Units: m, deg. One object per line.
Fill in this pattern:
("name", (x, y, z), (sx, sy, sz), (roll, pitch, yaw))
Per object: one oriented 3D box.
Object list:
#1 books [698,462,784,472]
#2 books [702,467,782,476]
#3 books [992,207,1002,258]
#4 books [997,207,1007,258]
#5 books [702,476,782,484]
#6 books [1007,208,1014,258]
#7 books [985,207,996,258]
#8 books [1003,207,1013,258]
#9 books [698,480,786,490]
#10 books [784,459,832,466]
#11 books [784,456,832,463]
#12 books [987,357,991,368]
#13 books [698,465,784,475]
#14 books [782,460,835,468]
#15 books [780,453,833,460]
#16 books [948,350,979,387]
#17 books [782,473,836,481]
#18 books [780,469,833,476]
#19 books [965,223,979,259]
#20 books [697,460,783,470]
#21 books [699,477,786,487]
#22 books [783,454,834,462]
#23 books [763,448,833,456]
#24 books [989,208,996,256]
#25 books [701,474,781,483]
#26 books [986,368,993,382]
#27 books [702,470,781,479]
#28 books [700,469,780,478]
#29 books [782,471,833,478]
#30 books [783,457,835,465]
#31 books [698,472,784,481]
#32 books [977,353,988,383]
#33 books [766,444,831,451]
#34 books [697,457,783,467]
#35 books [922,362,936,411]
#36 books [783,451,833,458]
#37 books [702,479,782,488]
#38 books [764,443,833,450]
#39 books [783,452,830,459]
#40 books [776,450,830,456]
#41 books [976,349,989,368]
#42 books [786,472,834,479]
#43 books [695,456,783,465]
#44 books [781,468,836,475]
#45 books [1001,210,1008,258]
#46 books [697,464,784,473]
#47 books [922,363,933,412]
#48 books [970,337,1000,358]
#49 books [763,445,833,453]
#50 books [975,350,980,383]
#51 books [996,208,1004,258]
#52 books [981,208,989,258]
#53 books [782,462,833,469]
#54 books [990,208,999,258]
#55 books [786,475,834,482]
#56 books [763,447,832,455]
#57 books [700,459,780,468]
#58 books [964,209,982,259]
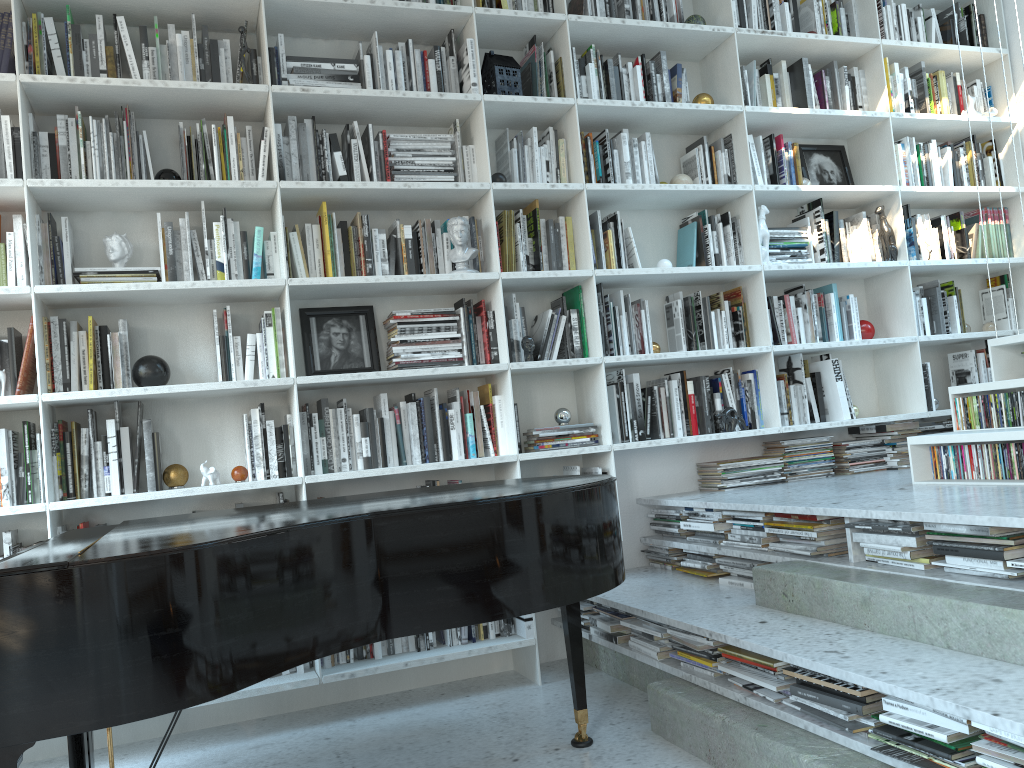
("books", (1.059, 0.383, 4.107), (0.345, 0.007, 0.193), (-4, -4, -25))
("books", (1.061, 0.405, 4.106), (0.308, 0.008, 0.195), (-5, -4, -15))
("books", (2.519, -0.773, 4.724), (0.018, 0.293, 0.169), (-5, -4, -20))
("books", (2.553, -0.776, 4.736), (0.018, 0.293, 0.169), (-5, -4, -20))
("books", (1.059, 0.443, 4.105), (0.308, 0.008, 0.195), (-5, -4, -16))
("books", (2.602, -0.779, 4.759), (0.018, 0.293, 0.169), (-5, -4, -20))
("books", (2.471, -0.770, 4.697), (0.018, 0.293, 0.169), (-5, -4, -20))
("books", (2.589, -0.779, 4.743), (0.018, 0.293, 0.169), (-5, -4, -20))
("books", (1.062, 0.466, 4.103), (0.345, 0.007, 0.193), (-5, -4, -16))
("books", (1.368, 0.375, 4.229), (0.254, 0.007, 0.161), (-4, -4, -19))
("books", (1.367, 0.361, 4.230), (0.254, 0.007, 0.161), (-4, -4, -19))
("books", (2.442, -0.011, 4.581), (0.024, 0.243, 0.140), (-5, -4, -20))
("books", (1.058, 0.398, 4.111), (0.345, 0.007, 0.193), (-4, -4, -23))
("books", (1.371, 0.381, 4.222), (0.285, 0.007, 0.159), (-4, -4, -24))
("books", (1.365, 0.348, 4.233), (0.285, 0.007, 0.159), (-4, -4, -20))
("books", (2.305, -0.023, 4.518), (0.012, 0.285, 0.159), (-5, -4, -20))
("books", (1.373, 0.444, 4.227), (0.285, 0.007, 0.159), (-4, -4, -20))
("books", (1.372, 0.423, 4.226), (0.254, 0.007, 0.161), (-4, -4, -19))
("books", (2.375, -0.720, 4.671), (0.088, 0.217, 0.167), (-4, -4, -20))
("books", (1.055, 0.376, 4.115), (0.345, 0.007, 0.193), (-4, -4, -18))
("books", (1.061, 0.450, 4.102), (0.345, 0.007, 0.193), (-5, -4, -15))
("books", (1.366, 0.354, 4.230), (0.285, 0.007, 0.159), (-4, -4, -19))
("books", (1.361, 0.325, 4.231), (0.285, 0.005, 0.159), (-4, -4, -19))
("books", (2.483, -0.770, 4.716), (0.018, 0.293, 0.169), (-5, -4, -20))
("books", (1.057, 0.436, 4.110), (0.308, 0.008, 0.195), (-4, -4, -18))
("books", (2.392, 0.019, 4.552), (0.024, 0.188, 0.176), (-5, -4, -20))
("books", (1.060, 0.421, 4.105), (0.308, 0.008, 0.195), (-4, -4, -25))
("books", (1.054, 0.414, 4.117), (0.308, 0.008, 0.195), (-4, -4, -20))
("books", (1.372, 0.430, 4.227), (0.254, 0.007, 0.161), (-4, -4, -20))
("books", (1.371, 0.367, 4.221), (0.285, 0.007, 0.159), (-4, -4, -25))
("books", (1.058, 0.429, 4.112), (0.345, 0.007, 0.193), (-4, -4, -22))
("books", (2.353, -0.017, 4.535), (0.031, 0.266, 0.169), (-5, -4, -20))
("books", (1.364, 0.303, 4.227), (0.254, 0.005, 0.161), (-5, -4, -16))
("books", (1.054, 0.362, 4.116), (0.345, 0.007, 0.193), (-4, -4, -22))
("books", (2.013, 0.021, 4.390), (0.030, 0.238, 0.151), (-5, -4, -20))
("books", (1.363, 0.336, 4.228), (0.285, 0.005, 0.159), (-4, -4, -22))
("books", (1.061, 0.458, 4.104), (0.308, 0.008, 0.195), (-4, -4, -24))
("books", (1.363, 0.298, 4.229), (0.285, 0.005, 0.159), (-4, -4, -23))
("books", (1.362, 0.342, 4.232), (0.254, 0.005, 0.161), (-4, -4, -20))
("books", (1.361, 0.331, 4.230), (0.254, 0.005, 0.161), (-4, -4, -21))
("books", (2.408, -0.031, 4.567), (0.047, 0.287, 0.141), (-5, -4, -20))
("books", (1.375, 0.436, 4.219), (0.254, 0.007, 0.161), (-5, -4, -16))
("books", (1.053, 0.354, 4.117), (0.345, 0.007, 0.193), (-4, -4, -18))
("books", (1.373, 0.415, 4.220), (0.285, 0.007, 0.159), (-4, -4, -24))
("books", (2.568, -0.776, 4.747), (0.018, 0.293, 0.169), (-5, -4, -20))
("books", (1.057, 0.391, 4.115), (0.345, 0.007, 0.193), (-4, -4, -18))
("books", (1.993, 0.025, 4.381), (0.014, 0.233, 0.183), (-5, -4, -20))
("books", (2.461, -0.061, 4.565), (0.010, 0.335, 0.185), (-5, -4, -20))
("books", (1.362, 0.308, 4.225), (0.285, 0.005, 0.159), (-4, -4, -24))
("books", (2.326, -0.023, 4.544), (0.012, 0.285, 0.159), (-5, -4, -20))
("books", (2.534, -0.774, 4.735), (0.018, 0.293, 0.169), (-5, -4, -20))
("books", (2.443, -0.767, 4.702), (0.033, 0.294, 0.169), (-5, -4, -20))
("books", (1.372, 0.388, 4.222), (0.254, 0.007, 0.161), (-4, -4, -24))
("books", (2.500, -0.771, 4.722), (0.018, 0.293, 0.169), (-5, -4, -20))
("books", (1.376, 0.450, 4.220), (0.254, 0.007, 0.161), (-4, -4, -17))
("books", (1.360, 0.320, 4.231), (0.285, 0.005, 0.159), (-4, -4, -21))
("books", (1.054, 0.369, 4.116), (0.308, 0.008, 0.195), (-4, -4, -18))
("books", (2.408, -0.762, 4.689), (0.072, 0.291, 0.169), (-5, -4, -20))
